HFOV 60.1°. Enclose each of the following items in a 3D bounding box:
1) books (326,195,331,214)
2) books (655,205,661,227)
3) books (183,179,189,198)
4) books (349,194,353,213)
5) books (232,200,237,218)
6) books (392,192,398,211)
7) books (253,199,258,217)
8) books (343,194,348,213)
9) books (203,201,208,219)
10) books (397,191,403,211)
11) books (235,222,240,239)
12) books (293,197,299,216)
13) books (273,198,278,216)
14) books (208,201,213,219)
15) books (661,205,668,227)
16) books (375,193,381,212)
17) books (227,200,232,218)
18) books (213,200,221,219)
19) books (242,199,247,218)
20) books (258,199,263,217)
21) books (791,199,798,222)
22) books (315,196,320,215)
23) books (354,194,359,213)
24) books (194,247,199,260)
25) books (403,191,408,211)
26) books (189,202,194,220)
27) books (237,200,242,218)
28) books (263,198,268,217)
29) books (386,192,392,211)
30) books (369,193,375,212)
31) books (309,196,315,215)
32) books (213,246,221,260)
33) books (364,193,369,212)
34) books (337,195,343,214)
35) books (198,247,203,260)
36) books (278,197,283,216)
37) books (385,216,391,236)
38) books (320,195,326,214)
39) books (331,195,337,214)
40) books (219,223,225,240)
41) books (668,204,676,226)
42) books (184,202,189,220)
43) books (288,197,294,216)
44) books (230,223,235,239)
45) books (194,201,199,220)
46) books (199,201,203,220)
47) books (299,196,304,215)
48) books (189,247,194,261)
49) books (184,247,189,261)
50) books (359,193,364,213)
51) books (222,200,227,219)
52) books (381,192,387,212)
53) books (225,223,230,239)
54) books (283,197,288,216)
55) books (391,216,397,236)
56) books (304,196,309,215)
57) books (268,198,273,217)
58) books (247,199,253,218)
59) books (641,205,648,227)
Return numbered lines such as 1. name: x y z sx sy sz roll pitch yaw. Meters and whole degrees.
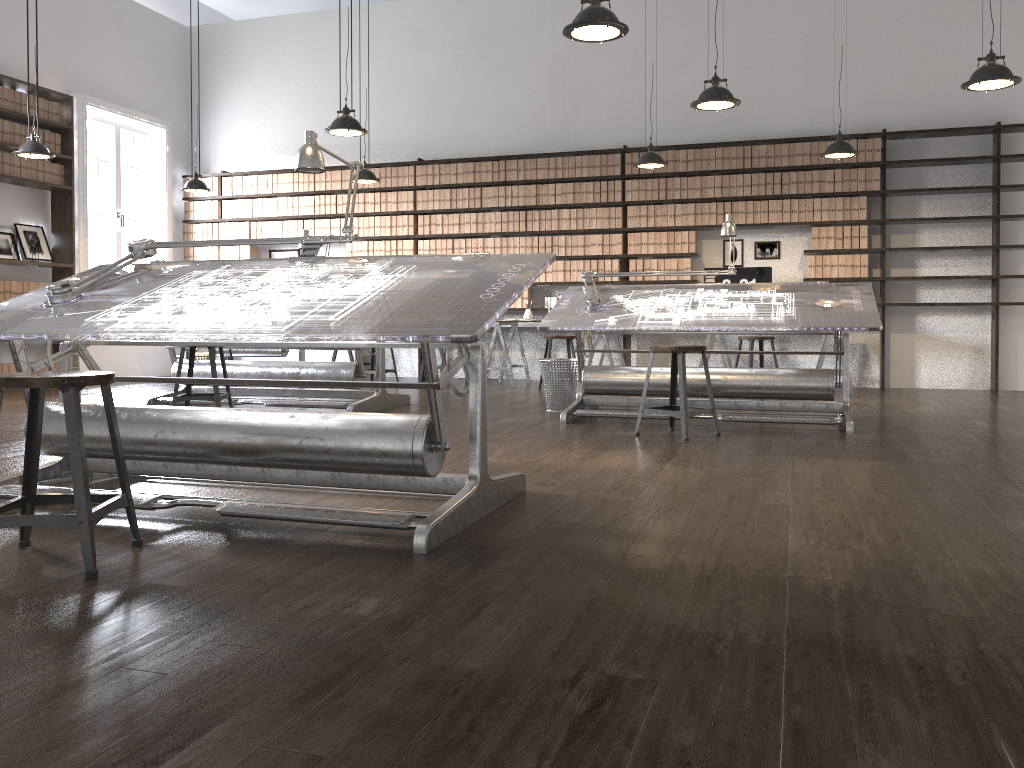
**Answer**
1. books: -2.092 -2.069 10.287 0.067 0.225 0.175 0 2 18
2. books: 1.516 -1.723 9.131 0.067 0.225 0.175 0 2 18
3. books: -3.954 -2.391 10.874 0.067 0.225 0.175 0 2 18
4. books: -1.815 -2.063 10.197 0.067 0.225 0.175 0 2 18
5. books: -3.287 -2.094 10.665 0.067 0.225 0.175 0 2 18
6. books: -1.293 -2.051 10.023 0.067 0.225 0.175 0 2 18
7. books: -3.021 -2.089 10.586 0.067 0.225 0.175 0 2 18
8. books: -1.883 -2.064 10.215 0.067 0.225 0.175 0 2 18
9. books: -3.685 -2.109 10.793 0.067 0.225 0.175 0 2 18
10. books: -1.228 -2.050 10.007 0.067 0.225 0.175 0 2 18
11. books: -3.259 -1.826 10.667 0.067 0.225 0.175 0 2 18
12. books: -2.495 -2.078 10.416 0.067 0.225 0.175 0 2 18
13. books: -2.756 -2.083 10.494 0.067 0.225 0.175 0 2 18
14. books: -3.619 -2.108 10.778 0.067 0.225 0.175 0 2 18
15. books: 1.582 -1.721 9.108 0.067 0.225 0.175 0 2 18
16. books: -1.492 -2.056 10.088 0.067 0.225 0.175 0 2 18
17. books: -3.356 -2.096 10.687 0.067 0.225 0.175 0 2 18
18. books: -3.552 -2.106 10.757 0.067 0.225 0.175 0 2 18
19. books: -3.163 -2.092 10.632 0.067 0.225 0.175 0 2 18
20. books: -2.954 -2.087 10.560 0.067 0.225 0.175 0 2 18
21. books: 2.783 -1.695 8.719 0.067 0.225 0.175 0 2 18
22. books: -2.226 -2.071 10.323 0.067 0.225 0.175 0 2 18
23. books: -1.747 -2.062 10.176 0.067 0.225 0.175 0 2 18
24. books: -3.813 -1.562 10.852 0.067 0.225 0.175 0 2 18
25. books: -1.168 -2.049 9.986 0.067 0.225 0.175 0 2 18
26. books: -3.877 -2.113 10.857 0.067 0.225 0.175 0 2 18
27. books: -3.226 -2.093 10.650 0.067 0.225 0.175 0 2 18
28. books: -2.886 -2.086 10.542 0.067 0.225 0.175 0 2 18
29. books: -1.357 -2.053 10.051 0.067 0.225 0.175 0 2 18
30. books: -1.560 -2.057 10.112 0.067 0.225 0.175 0 2 18
31. books: -2.295 -2.073 10.345 0.067 0.225 0.175 0 2 18
32. books: -3.553 -1.556 10.765 0.067 0.225 0.175 0 2 18
33. books: -1.620 -2.059 10.133 0.067 0.225 0.175 0 2 18
34. books: -1.950 -2.066 10.241 0.067 0.225 0.175 0 2 18
35. books: -3.751 -1.560 10.830 0.067 0.225 0.175 0 2 18
36. books: -2.691 -2.082 10.478 0.067 0.225 0.175 0 2 18
37. books: -1.370 -1.785 10.053 0.067 0.225 0.175 0 2 18
38. books: -2.164 -2.070 10.308 0.067 0.225 0.175 0 2 18
39. books: -2.023 -2.067 10.259 0.067 0.225 0.175 0 2 18
40. books: -3.463 -1.830 10.727 0.067 0.225 0.175 0 2 18
41. books: 1.648 -1.720 9.083 0.067 0.225 0.175 0 2 18
42. books: -3.943 -2.115 10.882 0.067 0.225 0.175 0 2 18
43. books: -2.563 -2.079 10.433 0.067 0.225 0.175 0 2 18
44. books: -3.325 -1.828 10.690 0.067 0.225 0.175 0 2 18
45. books: -3.808 -2.111 10.836 0.067 0.225 0.175 0 2 18
46. books: -3.747 -2.110 10.818 0.067 0.225 0.175 0 2 18
47. books: -2.428 -2.076 10.396 0.067 0.225 0.175 0 2 18
48. books: -3.885 -1.563 10.870 0.067 0.225 0.175 0 2 18
49. books: -3.955 -1.565 10.898 0.067 0.225 0.175 0 2 18
50. books: -1.685 -2.060 10.149 0.067 0.225 0.175 0 2 18
51. books: -3.424 -2.097 10.713 0.067 0.225 0.175 0 2 18
52. books: -1.424 -2.054 10.071 0.067 0.225 0.175 0 2 18
53. books: -3.393 -1.829 10.708 0.067 0.225 0.175 0 2 18
54. books: -2.631 -2.080 10.457 0.067 0.225 0.175 0 2 18
55. books: -1.304 -1.784 10.038 0.067 0.225 0.175 0 2 18
56. books: -2.363 -2.075 10.371 0.067 0.225 0.175 0 2 18
57. books: -2.818 -2.085 10.521 0.067 0.225 0.175 0 2 18
58. books: -3.094 -2.090 10.604 0.067 0.225 0.175 0 2 18
59. books: 1.378 -1.725 9.168 0.067 0.225 0.175 0 2 18
